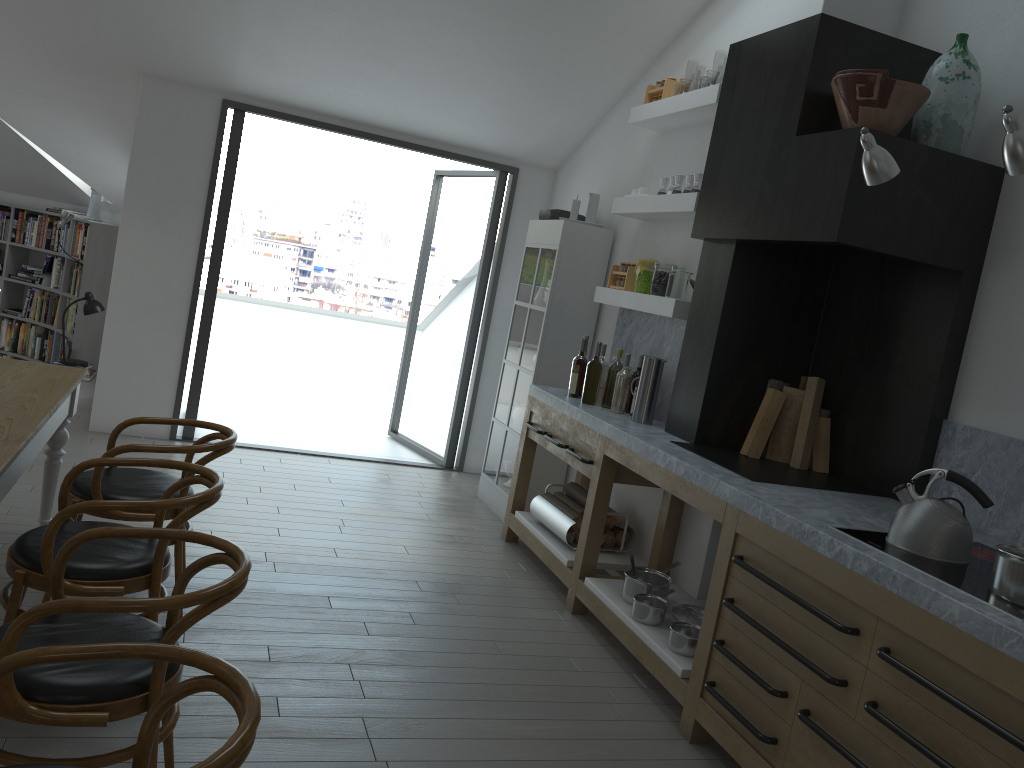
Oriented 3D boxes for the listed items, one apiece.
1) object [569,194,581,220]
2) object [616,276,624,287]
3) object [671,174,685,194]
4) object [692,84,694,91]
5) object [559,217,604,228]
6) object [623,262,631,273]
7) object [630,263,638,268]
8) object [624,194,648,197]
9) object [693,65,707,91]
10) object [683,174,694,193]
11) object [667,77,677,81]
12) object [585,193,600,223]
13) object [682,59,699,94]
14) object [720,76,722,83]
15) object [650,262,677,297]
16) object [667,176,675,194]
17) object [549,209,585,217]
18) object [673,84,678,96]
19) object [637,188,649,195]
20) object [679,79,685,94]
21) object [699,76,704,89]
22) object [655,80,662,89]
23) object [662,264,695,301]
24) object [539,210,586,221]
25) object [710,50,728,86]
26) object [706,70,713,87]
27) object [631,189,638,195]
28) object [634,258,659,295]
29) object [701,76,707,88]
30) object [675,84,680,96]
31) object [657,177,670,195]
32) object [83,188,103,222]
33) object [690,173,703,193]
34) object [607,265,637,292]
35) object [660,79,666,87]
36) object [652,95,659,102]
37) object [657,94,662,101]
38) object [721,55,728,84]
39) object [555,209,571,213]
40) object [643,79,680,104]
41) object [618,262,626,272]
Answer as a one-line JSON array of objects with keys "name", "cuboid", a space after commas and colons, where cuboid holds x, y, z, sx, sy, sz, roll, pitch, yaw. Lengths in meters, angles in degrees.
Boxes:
[{"name": "object", "cuboid": [0.412, -1.141, 5.762, 0.054, 0.196, 0.054, 11, 5, 5]}, {"name": "object", "cuboid": [0.653, -0.608, 5.303, 0.058, 0.075, 0.059, 11, 6, 3]}, {"name": "object", "cuboid": [0.891, -1.060, 4.752, 0.063, 0.124, 0.068, 8, 6, -26]}, {"name": "object", "cuboid": [1.013, -1.578, 4.833, 0.093, 0.093, 0.094, 12, 6, 13]}, {"name": "object", "cuboid": [0.449, -1.043, 5.766, 0.295, 0.025, 0.151, 11, 7, 4]}, {"name": "object", "cuboid": [0.690, -0.681, 5.233, 0.058, 0.075, 0.059, 11, 6, 3]}, {"name": "object", "cuboid": [0.711, -0.670, 5.170, 0.058, 0.075, 0.059, 11, 6, 3]}, {"name": "object", "cuboid": [0.758, -1.083, 5.184, 0.113, 0.025, 0.296, 8, 7, -20]}, {"name": "object", "cuboid": [0.999, -1.616, 4.756, 0.054, 0.178, 0.054, 6, 7, -43]}, {"name": "object", "cuboid": [0.934, -1.042, 4.667, 0.063, 0.124, 0.068, 8, 6, -26]}, {"name": "object", "cuboid": [0.911, -1.719, 5.078, 0.058, 0.075, 0.059, 11, 6, 3]}, {"name": "object", "cuboid": [0.518, -1.128, 5.752, 0.072, 0.210, 0.071, 11, 5, 4]}, {"name": "object", "cuboid": [0.948, -1.625, 4.718, 0.063, 0.186, 0.063, 15, 6, 38]}, {"name": "object", "cuboid": [1.101, -1.531, 4.572, 0.093, 0.093, 0.094, 12, 6, 13]}, {"name": "object", "cuboid": [0.813, -0.563, 4.797, 0.120, 0.182, 0.120, 10, 5, -5]}, {"name": "object", "cuboid": [0.878, -1.073, 4.837, 0.063, 0.124, 0.068, 8, 6, -26]}, {"name": "object", "cuboid": [0.350, -1.109, 6.055, 0.238, 0.119, 0.239, 9, 7, -20]}, {"name": "object", "cuboid": [0.937, -1.614, 4.962, 0.082, 0.105, 0.081, 15, 7, 38]}, {"name": "object", "cuboid": [0.763, -1.110, 5.182, 0.054, 0.071, 0.054, 9, 6, -20]}, {"name": "object", "cuboid": [0.932, -1.592, 4.793, 0.071, 0.098, 0.071, 15, 7, 34]}, {"name": "object", "cuboid": [1.025, -1.567, 4.701, 0.082, 0.105, 0.081, 15, 7, 38]}, {"name": "object", "cuboid": [0.868, -1.741, 5.204, 0.058, 0.075, 0.059, 11, 6, 3]}, {"name": "object", "cuboid": [0.882, -0.524, 4.595, 0.207, 0.177, 0.103, 11, 5, 3]}, {"name": "object", "cuboid": [0.348, -1.100, 6.055, 0.298, 0.119, 0.300, 8, 7, -20]}, {"name": "object", "cuboid": [1.036, -1.578, 4.457, 0.063, 0.186, 0.063, 15, 6, 38]}, {"name": "object", "cuboid": [1.020, -1.545, 4.532, 0.071, 0.098, 0.071, 15, 7, 34]}, {"name": "object", "cuboid": [0.740, -1.118, 5.252, 0.057, 0.061, 0.058, 9, 6, -20]}, {"name": "object", "cuboid": [0.749, -0.604, 4.982, 0.128, 0.199, 0.164, 8, 6, -25]}, {"name": "object", "cuboid": [1.021, -1.547, 4.616, 0.077, 0.085, 0.077, 12, 6, 13]}, {"name": "object", "cuboid": [0.933, -1.595, 4.876, 0.077, 0.085, 0.077, 12, 6, 13]}, {"name": "object", "cuboid": [0.843, -1.092, 4.941, 0.063, 0.124, 0.068, 8, 6, -26]}, {"name": "object", "cuboid": [-4.153, -1.864, 8.849, 0.179, 0.471, 0.180, 10, 5, -11]}, {"name": "object", "cuboid": [0.955, -1.028, 4.577, 0.063, 0.124, 0.068, 8, 6, -26]}, {"name": "object", "cuboid": [0.678, -0.620, 5.236, 0.120, 0.146, 0.238, 9, 6, -20]}, {"name": "object", "cuboid": [0.890, -1.730, 5.141, 0.058, 0.075, 0.059, 11, 6, 3]}, {"name": "object", "cuboid": [0.852, -1.657, 5.211, 0.058, 0.075, 0.059, 11, 6, 3]}, {"name": "object", "cuboid": [0.874, -1.646, 5.148, 0.058, 0.075, 0.059, 11, 6, 3]}, {"name": "object", "cuboid": [1.086, -1.569, 4.495, 0.054, 0.178, 0.054, 6, 7, -43]}, {"name": "object", "cuboid": [0.352, -1.118, 6.054, 0.170, 0.119, 0.171, 9, 6, -20]}, {"name": "object", "cuboid": [0.877, -1.669, 5.144, 0.120, 0.146, 0.238, 9, 6, -20]}, {"name": "object", "cuboid": [0.669, -0.692, 5.296, 0.058, 0.075, 0.059, 11, 6, 3]}]
